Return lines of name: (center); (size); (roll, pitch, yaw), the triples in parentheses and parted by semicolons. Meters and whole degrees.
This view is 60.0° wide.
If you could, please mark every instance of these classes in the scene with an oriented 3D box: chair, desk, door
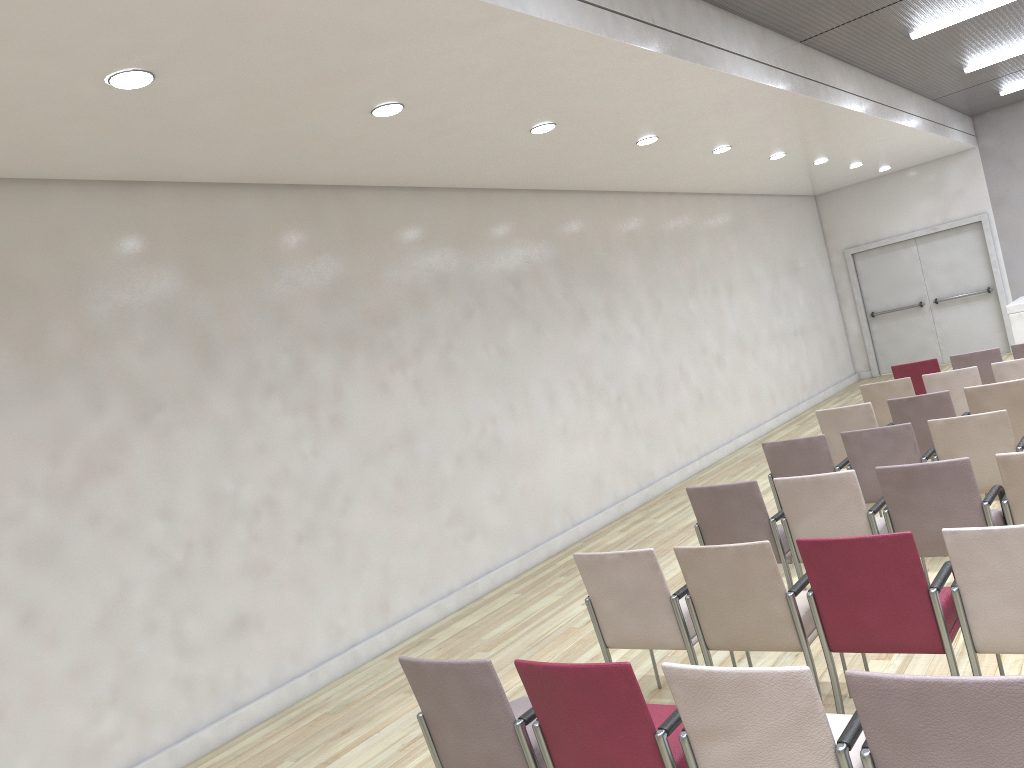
chair: (1.295, 1.079, 2.372); (0.513, 0.890, 0.640); (-12, 2, 38)
chair: (2.313, 0.774, 4.659); (0.513, 0.890, 0.640); (-12, 2, 38)
chair: (1.591, 0.973, 3.687); (0.513, 0.890, 0.640); (-12, 2, 37)
chair: (5.209, -0.025, 8.574); (0.513, 0.890, 0.640); (-12, 2, 38)
chair: (2.189, 0.759, 6.314); (0.513, 0.890, 0.640); (-12, 2, 37)
chair: (3.759, 0.375, 6.624); (0.513, 0.890, 0.640); (-12, 2, 37)
chair: (1.472, 0.957, 5.337); (0.513, 0.890, 0.640); (-12, 2, 38)
desk: (8.405, -0.935, 11.066); (3.652, 1.042, 1.455); (-12, 2, 38)
chair: (1.159, 1.067, 4.028); (0.513, 0.890, 0.640); (-12, 2, 38)
door: (7.320, -1.496, 15.598); (2.373, 2.400, 0.200); (-12, 2, 38)
chair: (4.487, 0.175, 7.597); (0.513, 0.890, 0.640); (-12, 2, 37)
chair: (2.901, 0.563, 7.282); (0.513, 0.890, 0.640); (-12, 2, 38)
chair: (3.037, 0.574, 5.642); (0.513, 0.890, 0.640); (-12, 2, 38)
chair: (0.452, 1.263, 3.052); (0.513, 0.890, 0.640); (-12, 2, 37)
chair: (0.027, 1.356, 3.384); (0.513, 0.890, 0.640); (-12, 2, 38)
chair: (0.885, 1.168, 2.716); (0.513, 0.890, 0.640); (-12, 2, 38)
chair: (2.616, 0.666, 5.971); (0.513, 0.890, 0.640); (-12, 2, 37)
chair: (2.021, 0.879, 3.365); (0.513, 0.890, 0.640); (-12, 2, 37)
chair: (3.333, 0.469, 6.945); (0.513, 0.890, 0.640); (-12, 2, 37)
chair: (3.637, 0.360, 8.263); (0.513, 0.890, 0.640); (-12, 2, 37)
chair: (4.346, 0.164, 9.237); (0.513, 0.890, 0.640); (-12, 2, 37)
chair: (2.742, 0.681, 4.319); (0.513, 0.890, 0.640); (-12, 2, 38)
chair: (0.739, 1.159, 4.361); (0.513, 0.890, 0.640); (-12, 2, 38)
chair: (4.782, 0.069, 8.896); (0.513, 0.890, 0.640); (-12, 2, 38)
chair: (1.886, 0.867, 4.993); (0.513, 0.890, 0.640); (-12, 2, 38)
chair: (4.057, 0.269, 7.920); (0.513, 0.890, 0.640); (-12, 2, 38)

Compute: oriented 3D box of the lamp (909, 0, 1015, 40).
lamp: (5.122, -3.609, 7.511); (3.304, 0.045, 0.198); (-12, 2, 38)

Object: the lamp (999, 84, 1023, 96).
lamp: (8.446, -4.526, 11.997); (3.304, 0.045, 0.198); (-12, 2, 38)

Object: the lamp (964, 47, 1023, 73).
lamp: (6.771, -4.064, 9.736); (3.304, 0.045, 0.198); (-12, 2, 38)
